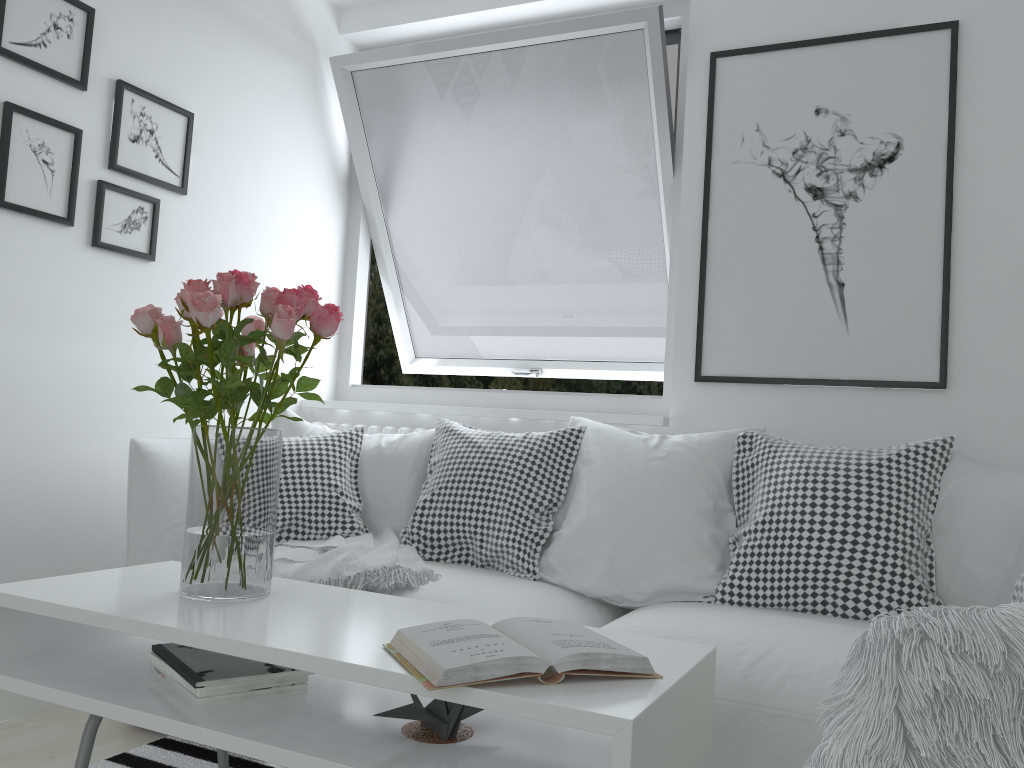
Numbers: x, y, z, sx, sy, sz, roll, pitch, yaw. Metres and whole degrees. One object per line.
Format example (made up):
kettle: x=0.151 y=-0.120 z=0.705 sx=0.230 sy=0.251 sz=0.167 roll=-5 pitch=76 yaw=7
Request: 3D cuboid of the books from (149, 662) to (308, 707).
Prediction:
books: x=-0.505 y=0.516 z=1.569 sx=0.191 sy=0.014 sz=0.259 roll=6 pitch=-4 yaw=-38

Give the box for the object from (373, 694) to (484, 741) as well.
object: x=-0.116 y=0.492 z=1.376 sx=0.194 sy=0.088 sz=0.186 roll=3 pitch=-3 yaw=15

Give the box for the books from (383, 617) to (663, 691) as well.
books: x=0.010 y=0.381 z=1.278 sx=0.342 sy=0.040 sz=0.231 roll=5 pitch=-3 yaw=-22

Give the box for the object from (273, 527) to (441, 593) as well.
object: x=-0.424 y=0.554 z=2.451 sx=0.670 sy=0.291 sz=0.831 roll=2 pitch=-3 yaw=24

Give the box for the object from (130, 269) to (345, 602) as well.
object: x=-0.516 y=0.087 z=1.623 sx=0.327 sy=0.599 sz=0.350 roll=6 pitch=-4 yaw=-44

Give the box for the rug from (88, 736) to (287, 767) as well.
rug: x=-0.627 y=0.848 z=0.708 sx=1.846 sy=0.004 sz=4.362 roll=2 pitch=-3 yaw=25

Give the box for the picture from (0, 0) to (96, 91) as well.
picture: x=-1.251 y=-0.953 z=2.380 sx=0.021 sy=0.236 sz=0.275 roll=2 pitch=-3 yaw=25

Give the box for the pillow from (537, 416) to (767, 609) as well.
pillow: x=0.350 y=0.347 z=2.424 sx=0.599 sy=0.505 sz=0.391 roll=2 pitch=-3 yaw=26

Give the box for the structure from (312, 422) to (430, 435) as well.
structure: x=0.001 y=0.498 z=3.008 sx=1.655 sy=0.660 sz=0.206 roll=2 pitch=-3 yaw=25

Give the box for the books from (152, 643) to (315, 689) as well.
books: x=-0.499 y=0.489 z=1.577 sx=0.207 sy=0.012 sz=0.257 roll=6 pitch=-4 yaw=-36

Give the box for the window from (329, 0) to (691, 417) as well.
window: x=-1.380 y=-0.436 z=6.148 sx=12.055 sy=8.137 sz=4.514 roll=2 pitch=-3 yaw=25

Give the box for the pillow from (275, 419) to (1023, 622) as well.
pillow: x=0.285 y=0.339 z=2.300 sx=2.488 sy=0.513 sz=0.676 roll=2 pitch=-3 yaw=27

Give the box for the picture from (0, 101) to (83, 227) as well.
picture: x=-1.266 y=-0.584 z=2.381 sx=0.018 sy=0.274 sz=0.225 roll=2 pitch=-3 yaw=25

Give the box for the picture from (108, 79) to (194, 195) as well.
picture: x=-1.099 y=-0.748 z=2.717 sx=0.019 sy=0.266 sz=0.290 roll=2 pitch=-3 yaw=25

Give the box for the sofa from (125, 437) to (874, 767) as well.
sofa: x=0.252 y=0.598 z=2.250 sx=2.647 sy=0.768 sz=0.917 roll=2 pitch=-3 yaw=25

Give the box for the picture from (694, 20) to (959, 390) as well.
picture: x=0.939 y=-0.530 z=2.698 sx=0.720 sy=1.072 sz=0.015 roll=2 pitch=-3 yaw=25

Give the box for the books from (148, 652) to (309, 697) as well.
books: x=-0.506 y=0.502 z=1.574 sx=0.191 sy=0.014 sz=0.254 roll=6 pitch=-4 yaw=-39

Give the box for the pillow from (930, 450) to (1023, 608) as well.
pillow: x=1.184 y=0.389 z=2.009 sx=0.333 sy=0.498 sz=0.623 roll=5 pitch=-4 yaw=-31

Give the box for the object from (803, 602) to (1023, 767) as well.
object: x=0.690 y=0.345 z=0.659 sx=0.954 sy=0.789 sz=0.784 roll=3 pitch=-3 yaw=6

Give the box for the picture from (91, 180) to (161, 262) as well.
picture: x=-1.145 y=-0.482 z=2.641 sx=0.017 sy=0.194 sz=0.218 roll=2 pitch=-3 yaw=25

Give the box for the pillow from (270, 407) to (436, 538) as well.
pillow: x=-0.495 y=0.330 z=2.854 sx=0.617 sy=0.491 sz=0.321 roll=3 pitch=-3 yaw=-1
